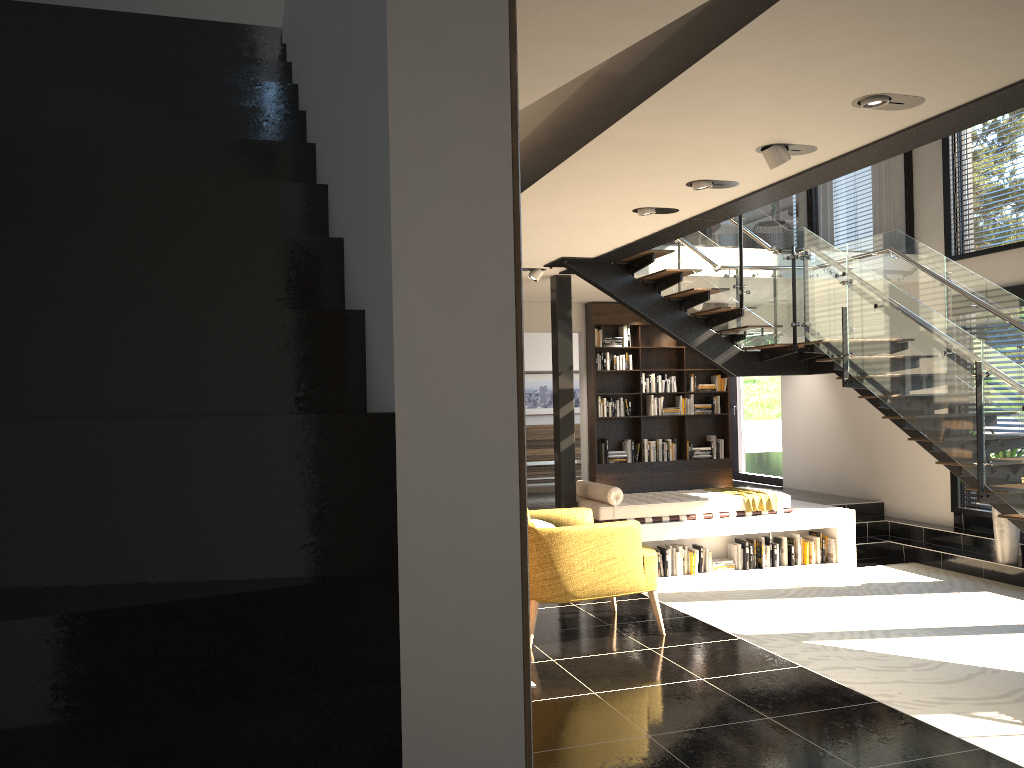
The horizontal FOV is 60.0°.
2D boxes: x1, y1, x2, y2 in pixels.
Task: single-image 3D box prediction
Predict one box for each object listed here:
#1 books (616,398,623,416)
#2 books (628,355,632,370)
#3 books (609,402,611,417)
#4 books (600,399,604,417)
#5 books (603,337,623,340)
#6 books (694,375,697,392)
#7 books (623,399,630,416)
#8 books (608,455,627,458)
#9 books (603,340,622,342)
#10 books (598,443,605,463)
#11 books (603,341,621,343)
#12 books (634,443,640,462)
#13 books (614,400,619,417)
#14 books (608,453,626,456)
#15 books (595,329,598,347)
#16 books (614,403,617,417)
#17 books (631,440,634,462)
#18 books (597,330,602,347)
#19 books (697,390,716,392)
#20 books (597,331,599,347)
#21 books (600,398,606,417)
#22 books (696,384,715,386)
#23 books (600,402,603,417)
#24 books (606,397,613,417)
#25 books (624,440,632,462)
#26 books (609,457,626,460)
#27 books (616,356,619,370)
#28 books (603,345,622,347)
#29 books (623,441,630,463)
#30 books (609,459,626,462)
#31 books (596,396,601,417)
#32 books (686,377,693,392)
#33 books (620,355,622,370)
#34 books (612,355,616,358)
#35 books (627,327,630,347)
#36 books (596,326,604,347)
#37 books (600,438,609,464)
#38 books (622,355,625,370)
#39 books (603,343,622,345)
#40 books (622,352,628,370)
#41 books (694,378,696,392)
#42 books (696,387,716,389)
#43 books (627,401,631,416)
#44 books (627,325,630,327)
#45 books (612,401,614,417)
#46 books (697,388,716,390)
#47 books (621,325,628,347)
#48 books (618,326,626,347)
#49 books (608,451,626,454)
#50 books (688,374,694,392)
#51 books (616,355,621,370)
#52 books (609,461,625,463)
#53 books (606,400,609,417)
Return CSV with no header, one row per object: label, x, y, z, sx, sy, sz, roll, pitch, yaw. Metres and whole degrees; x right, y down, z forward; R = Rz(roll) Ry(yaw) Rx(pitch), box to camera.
books,1.470,0.318,12.142,0.029,0.256,0.167,-1,-1,-17
books,1.600,-0.291,12.173,0.034,0.206,0.168,-1,-1,-17
books,1.309,0.350,12.103,0.024,0.197,0.173,-1,-1,-17
books,1.206,0.328,12.085,0.023,0.245,0.159,-1,-1,-17
books,1.351,-0.617,12.132,0.285,0.030,0.176,-1,-1,-18
books,2.567,-0.009,12.537,0.025,0.243,0.119,-1,-1,-17
books,1.540,0.327,12.170,0.070,0.236,0.206,-1,-1,-17
books,1.411,0.989,12.146,0.287,0.030,0.176,-1,-1,-20
books,1.348,-0.589,12.143,0.270,0.025,0.156,-1,-1,-17
books,1.223,0.947,12.105,0.025,0.270,0.156,-1,-1,-17
books,1.350,-0.564,12.138,0.251,0.026,0.148,-1,-1,-13
books,1.703,0.947,12.242,0.075,0.254,0.181,-1,-1,-17
books,1.414,0.336,12.135,0.030,0.222,0.190,-1,-1,-17
books,1.406,0.962,12.160,0.271,0.025,0.156,-1,-1,-17
books,1.116,-0.621,12.062,0.032,0.250,0.167,-1,-1,-17
books,1.381,0.351,12.137,0.033,0.193,0.172,-1,-1,-17
books,1.629,0.925,12.214,0.036,0.302,0.186,-1,-1,-17
books,1.171,-0.613,12.061,0.030,0.231,0.200,-1,-1,-17
books,2.739,0.099,12.581,0.266,0.021,0.156,-1,-1,-20
books,1.144,-0.605,12.063,0.021,0.217,0.180,-1,-1,-17
books,1.236,0.321,12.075,0.029,0.258,0.181,-1,-1,-17
books,2.735,0.017,12.590,0.246,0.021,0.148,-1,-1,-18
books,1.188,0.351,12.058,0.028,0.199,0.175,-1,-1,-17
books,1.332,0.312,12.115,0.029,0.272,0.152,-1,-1,-17
books,1.595,0.921,12.208,0.031,0.310,0.169,-1,-1,-17
books,1.407,1.017,12.159,0.271,0.025,0.156,-1,-1,-17
books,1.426,-0.282,12.131,0.032,0.194,0.120,-1,-1,-17
books,1.353,-0.513,12.134,0.268,0.026,0.156,-1,-1,-13
books,1.572,0.934,12.181,0.030,0.284,0.177,-1,-1,-17
books,1.411,1.042,12.147,0.258,0.024,0.167,-1,-1,-17
books,1.160,0.310,12.052,0.028,0.282,0.169,-1,-1,-17
books,2.501,0.004,12.504,0.024,0.219,0.174,-1,-1,-17
books,1.476,-0.289,12.165,0.034,0.208,0.112,-1,-1,-17
books,1.392,-0.288,12.143,0.025,0.208,0.114,-1,-1,-17
books,1.571,-0.640,12.196,0.029,0.272,0.173,-1,-1,-17
books,1.198,-0.643,12.070,0.028,0.290,0.170,-1,-1,-17
books,1.261,0.911,12.070,0.028,0.340,0.203,-1,-1,-17
books,1.509,-0.292,12.164,0.028,0.211,0.133,-1,-1,-17
books,1.351,-0.538,12.137,0.273,0.025,0.156,-1,-1,-20
books,1.557,-0.310,12.195,0.032,0.247,0.114,-1,0,-17
books,2.552,0.014,12.500,0.026,0.196,0.148,-1,-1,-17
books,2.740,0.057,12.578,0.259,0.020,0.167,-1,-1,-19
books,1.587,0.339,12.187,0.028,0.210,0.169,-1,-1,-17
books,1.592,-0.655,12.209,0.019,0.303,0.129,-1,0,-17
books,1.352,0.340,12.135,0.021,0.216,0.170,-1,-1,-17
books,2.739,0.077,12.583,0.272,0.021,0.156,-1,-1,-19
books,1.541,-0.659,12.186,0.034,0.311,0.149,-1,-1,-17
books,1.513,-0.645,12.165,0.030,0.284,0.176,-1,-1,-17
books,1.408,0.937,12.150,0.257,0.024,0.167,-1,-1,-17
books,2.523,-0.017,12.508,0.023,0.261,0.146,-1,-1,-17
books,1.451,-0.291,12.148,0.025,0.211,0.126,-1,-1,-17
books,1.407,1.067,12.163,0.247,0.026,0.148,-1,-1,-18
books,1.281,0.336,12.103,0.028,0.227,0.136,-1,-1,-17
